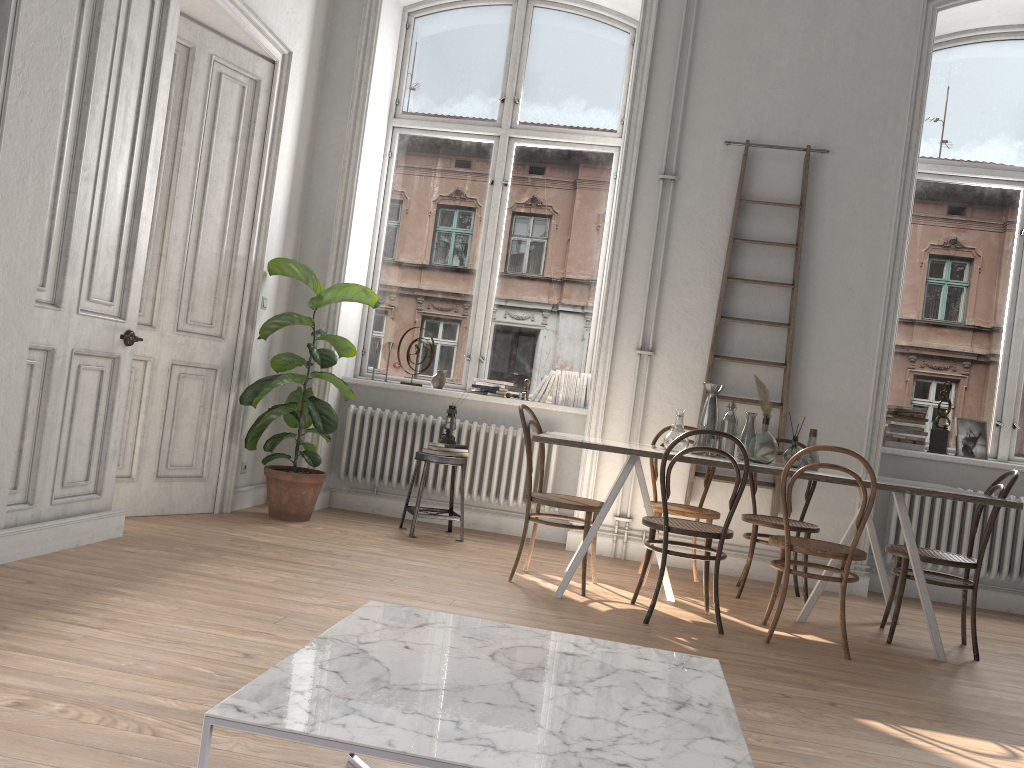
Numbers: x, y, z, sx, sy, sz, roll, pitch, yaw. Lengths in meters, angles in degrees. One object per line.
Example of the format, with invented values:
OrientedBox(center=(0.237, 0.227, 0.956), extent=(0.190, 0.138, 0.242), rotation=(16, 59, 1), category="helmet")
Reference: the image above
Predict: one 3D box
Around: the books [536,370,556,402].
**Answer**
OrientedBox(center=(0.240, 0.017, 6.268), extent=(0.100, 0.235, 0.174), rotation=(7, -1, 8), category="books")

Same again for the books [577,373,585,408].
OrientedBox(center=(0.489, 0.047, 6.254), extent=(0.024, 0.243, 0.175), rotation=(8, -1, 8), category="books")

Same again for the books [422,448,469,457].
OrientedBox(center=(-0.433, 0.447, 5.781), extent=(0.246, 0.034, 0.194), rotation=(9, -1, -41), category="books")

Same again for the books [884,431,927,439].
OrientedBox(center=(2.607, 0.338, 5.912), extent=(0.255, 0.014, 0.193), rotation=(7, -1, 11), category="books")

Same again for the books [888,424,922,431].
OrientedBox(center=(2.617, 0.293, 5.908), extent=(0.205, 0.022, 0.155), rotation=(7, -1, 22), category="books")

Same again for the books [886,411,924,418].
OrientedBox(center=(2.615, 0.205, 5.912), extent=(0.231, 0.023, 0.162), rotation=(7, -1, 24), category="books")

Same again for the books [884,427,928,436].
OrientedBox(center=(2.609, 0.317, 5.913), extent=(0.245, 0.028, 0.193), rotation=(8, -1, 3), category="books")

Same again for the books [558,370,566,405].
OrientedBox(center=(0.358, 0.029, 6.242), extent=(0.024, 0.243, 0.175), rotation=(8, -1, 8), category="books")

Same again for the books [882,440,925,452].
OrientedBox(center=(2.584, 0.410, 5.899), extent=(0.248, 0.043, 0.192), rotation=(7, -1, 8), category="books")

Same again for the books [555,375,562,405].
OrientedBox(center=(0.335, 0.045, 6.255), extent=(0.020, 0.205, 0.155), rotation=(8, -1, 8), category="books")

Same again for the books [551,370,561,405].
OrientedBox(center=(0.315, 0.024, 6.279), extent=(0.024, 0.243, 0.175), rotation=(8, -1, 8), category="books")

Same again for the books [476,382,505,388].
OrientedBox(center=(-0.154, 0.007, 6.298), extent=(0.205, 0.020, 0.155), rotation=(8, -1, -2), category="books")

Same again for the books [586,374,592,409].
OrientedBox(center=(0.542, 0.053, 6.224), extent=(0.040, 0.244, 0.174), rotation=(8, -1, 8), category="books")

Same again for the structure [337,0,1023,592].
OrientedBox(center=(1.568, -0.998, 5.863), extent=(5.181, 4.473, 0.340), rotation=(7, -1, 8), category="structure")

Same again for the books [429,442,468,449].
OrientedBox(center=(-0.412, 0.401, 5.784), extent=(0.147, 0.027, 0.221), rotation=(7, -1, 40), category="books")

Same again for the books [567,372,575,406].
OrientedBox(center=(0.424, 0.038, 6.263), extent=(0.024, 0.243, 0.175), rotation=(8, -1, 8), category="books")

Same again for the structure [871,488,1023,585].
OrientedBox(center=(3.156, 0.979, 5.653), extent=(1.577, 0.552, 0.194), rotation=(7, -1, 8), category="structure")

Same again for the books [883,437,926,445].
OrientedBox(center=(2.590, 0.378, 5.898), extent=(0.249, 0.023, 0.175), rotation=(8, -1, 4), category="books")

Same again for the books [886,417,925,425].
OrientedBox(center=(2.623, 0.248, 5.909), extent=(0.205, 0.022, 0.155), rotation=(8, -1, 3), category="books")

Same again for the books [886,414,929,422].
OrientedBox(center=(2.620, 0.227, 5.911), extent=(0.243, 0.019, 0.174), rotation=(7, -1, 8), category="books")

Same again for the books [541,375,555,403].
OrientedBox(center=(0.263, 0.036, 6.266), extent=(0.072, 0.203, 0.155), rotation=(7, -1, 8), category="books")

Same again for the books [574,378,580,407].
OrientedBox(center=(0.462, 0.062, 6.236), extent=(0.020, 0.205, 0.155), rotation=(8, -1, 8), category="books")

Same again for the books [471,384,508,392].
OrientedBox(center=(-0.158, 0.028, 6.310), extent=(0.221, 0.023, 0.147), rotation=(7, -1, 24), category="books")

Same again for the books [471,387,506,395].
OrientedBox(center=(-0.163, 0.050, 6.311), extent=(0.205, 0.022, 0.155), rotation=(7, -1, 28), category="books")

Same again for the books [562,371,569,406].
OrientedBox(center=(0.381, 0.032, 6.248), extent=(0.019, 0.243, 0.174), rotation=(8, -1, 8), category="books")

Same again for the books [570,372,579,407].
OrientedBox(center=(0.442, 0.040, 6.239), extent=(0.019, 0.243, 0.174), rotation=(8, -1, 8), category="books")

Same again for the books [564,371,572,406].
OrientedBox(center=(0.402, 0.035, 6.262), extent=(0.019, 0.243, 0.174), rotation=(8, -1, 8), category="books")

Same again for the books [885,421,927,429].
OrientedBox(center=(2.624, 0.270, 5.914), extent=(0.222, 0.024, 0.158), rotation=(7, -1, 8), category="books")

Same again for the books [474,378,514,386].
OrientedBox(center=(-0.129, -0.014, 6.315), extent=(0.243, 0.019, 0.174), rotation=(7, -1, 18), category="books")

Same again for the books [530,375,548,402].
OrientedBox(center=(0.200, 0.031, 6.278), extent=(0.105, 0.194, 0.155), rotation=(7, -1, 7), category="books")

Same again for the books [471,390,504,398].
OrientedBox(center=(-0.171, 0.071, 6.315), extent=(0.147, 0.023, 0.221), rotation=(8, -1, -33), category="books")

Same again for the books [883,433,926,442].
OrientedBox(center=(2.593, 0.355, 5.898), extent=(0.249, 0.023, 0.175), rotation=(7, -1, 9), category="books")

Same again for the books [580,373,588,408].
OrientedBox(center=(0.511, 0.049, 6.230), extent=(0.024, 0.243, 0.175), rotation=(8, -1, 8), category="books")

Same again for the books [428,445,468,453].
OrientedBox(center=(-0.417, 0.423, 5.783), extent=(0.232, 0.029, 0.162), rotation=(8, -1, -21), category="books")
